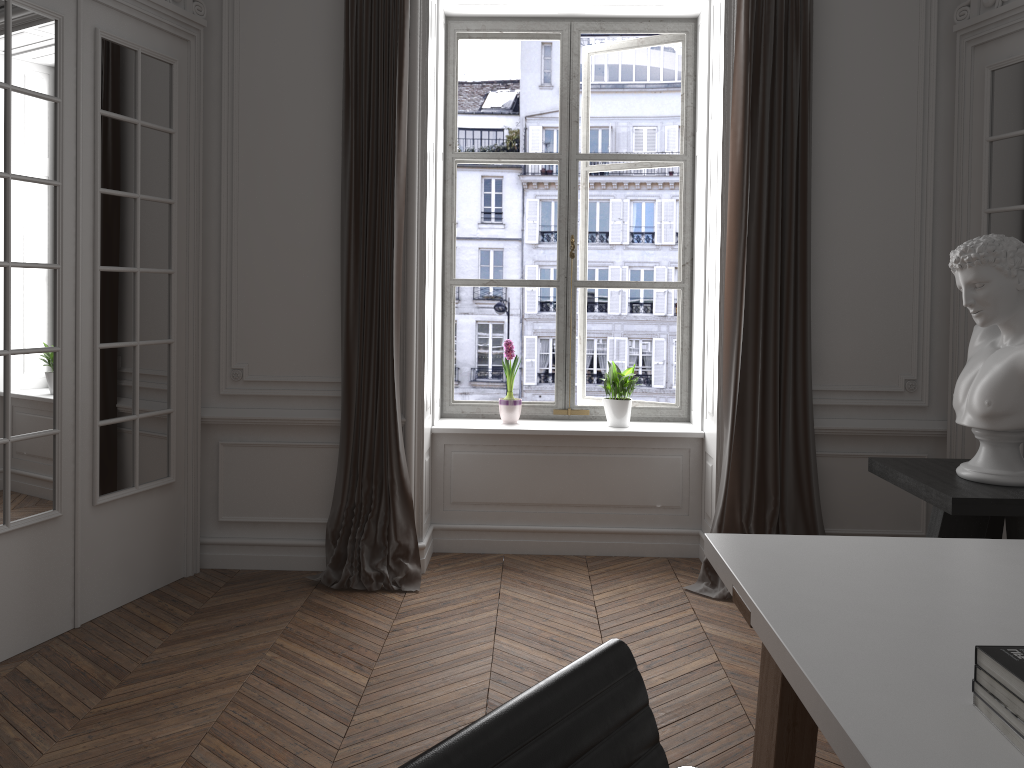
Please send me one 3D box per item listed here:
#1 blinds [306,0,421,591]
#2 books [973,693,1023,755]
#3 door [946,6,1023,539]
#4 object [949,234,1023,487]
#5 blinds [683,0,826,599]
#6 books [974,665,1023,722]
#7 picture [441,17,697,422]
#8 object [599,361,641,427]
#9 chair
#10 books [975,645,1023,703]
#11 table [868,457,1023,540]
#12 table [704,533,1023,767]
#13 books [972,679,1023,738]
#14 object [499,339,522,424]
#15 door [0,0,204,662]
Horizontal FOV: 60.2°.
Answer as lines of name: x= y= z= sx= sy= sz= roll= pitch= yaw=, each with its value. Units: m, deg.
blinds: x=-0.692 y=-0.586 z=4.289 sx=0.580 sy=3.098 sz=0.310 roll=1 pitch=1 yaw=7
books: x=0.878 y=0.532 z=1.361 sx=0.242 sy=0.022 sz=0.192 roll=1 pitch=6 yaw=3
door: x=2.376 y=-0.268 z=3.577 sx=0.086 sy=2.731 sz=1.569 roll=1 pitch=2 yaw=-14
object: x=1.849 y=-0.100 z=3.308 sx=0.392 sy=0.922 sz=0.635 roll=1 pitch=3 yaw=1
blinds: x=1.241 y=-0.551 z=4.206 sx=0.777 sy=3.097 sz=0.343 roll=1 pitch=1 yaw=-4
books: x=0.878 y=0.484 z=1.355 sx=0.239 sy=0.028 sz=0.191 roll=1 pitch=6 yaw=-1
picture: x=0.344 y=-0.904 z=1.393 sx=13.199 sy=4.795 sz=13.291 roll=0 pitch=5 yaw=-6
object: x=0.603 y=0.050 z=4.933 sx=0.215 sy=0.368 sz=0.285 roll=0 pitch=3 yaw=-20
chair: x=0.230 y=0.865 z=0.940 sx=0.668 sy=0.922 sz=0.695 roll=2 pitch=3 yaw=27
books: x=0.887 y=0.455 z=1.353 sx=0.258 sy=0.032 sz=0.192 roll=1 pitch=6 yaw=-1
table: x=1.880 y=0.728 z=3.375 sx=0.767 sy=0.748 sz=0.770 roll=1 pitch=4 yaw=1
table: x=0.957 y=0.936 z=1.194 sx=0.900 sy=0.747 sz=2.633 roll=1 pitch=5 yaw=1
books: x=0.886 y=0.510 z=1.352 sx=0.258 sy=0.022 sz=0.213 roll=1 pitch=6 yaw=1
object: x=-0.008 y=-0.015 z=4.986 sx=0.129 sy=0.475 sz=0.129 roll=0 pitch=2 yaw=-38
door: x=-1.819 y=-0.338 z=3.678 sx=0.086 sy=2.731 sz=1.568 roll=1 pitch=2 yaw=17
